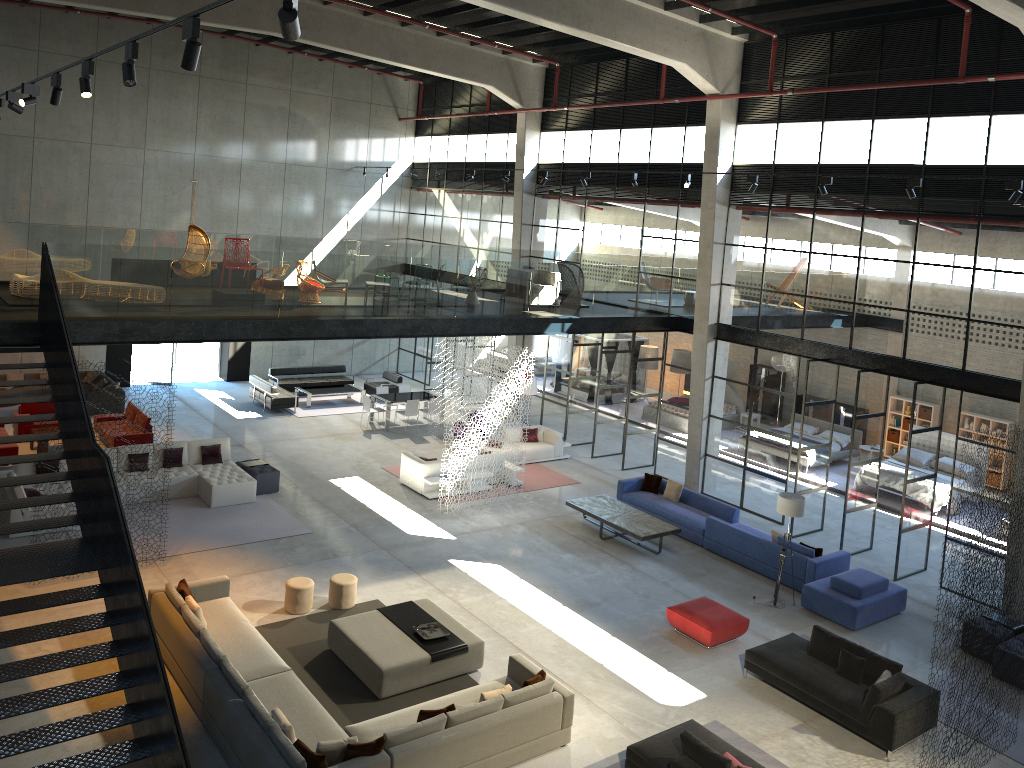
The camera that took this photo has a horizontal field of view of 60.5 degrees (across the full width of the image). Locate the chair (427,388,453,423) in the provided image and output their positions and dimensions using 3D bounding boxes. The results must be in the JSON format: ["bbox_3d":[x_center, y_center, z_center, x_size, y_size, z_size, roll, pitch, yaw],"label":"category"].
[{"bbox_3d":[-1.994,0.599,24.226,0.544,0.863,0.425,1,6,-37],"label":"chair"}]

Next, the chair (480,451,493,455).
[{"bbox_3d":[-0.645,1.609,19.115,0.395,0.319,0.272,-1,8,-35],"label":"chair"}]

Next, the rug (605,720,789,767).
[{"bbox_3d":[2.494,4.503,8.353,2.647,0.020,3.686,-4,14,-37],"label":"rug"}]

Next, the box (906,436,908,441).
[{"bbox_3d":[10.794,1.490,23.740,0.131,0.108,0.216,-1,11,-37],"label":"box"}]

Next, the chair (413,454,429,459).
[{"bbox_3d":[-1.874,1.627,18.586,0.394,0.269,0.320,9,9,27],"label":"chair"}]

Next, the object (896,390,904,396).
[{"bbox_3d":[10.659,0.260,24.139,0.053,0.150,0.237,2,9,-39],"label":"object"}]

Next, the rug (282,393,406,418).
[{"bbox_3d":[-5.067,0.563,25.354,3.389,0.025,2.448,-4,14,-37],"label":"rug"}]

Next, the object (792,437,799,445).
[{"bbox_3d":[7.129,1.536,22.763,0.718,0.244,2.145,-3,13,-37],"label":"object"}]

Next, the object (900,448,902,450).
[{"bbox_3d":[10.721,1.919,23.726,0.323,0.295,0.328,-1,9,-37],"label":"object"}]

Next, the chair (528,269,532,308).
[{"bbox_3d":[0.455,-2.093,19.421,0.982,0.825,0.816,-1,9,-37],"label":"chair"}]

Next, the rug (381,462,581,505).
[{"bbox_3d":[-0.684,2.043,19.620,3.628,0.020,2.689,-4,14,-37],"label":"rug"}]

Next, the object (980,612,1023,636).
[{"bbox_3d":[7.320,3.566,13.086,0.300,0.098,0.527,-2,12,-32],"label":"object"}]

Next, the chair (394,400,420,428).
[{"bbox_3d":[-2.743,0.788,22.942,0.419,0.863,0.552,1,6,-37],"label":"chair"}]

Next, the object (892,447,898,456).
[{"bbox_3d":[10.476,1.871,24.015,0.139,0.234,0.141,5,5,-1],"label":"object"}]

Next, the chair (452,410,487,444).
[{"bbox_3d":[-1.063,1.076,22.488,0.796,0.742,0.665,-1,8,-37],"label":"chair"}]

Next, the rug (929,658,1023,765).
[{"bbox_3d":[7.163,4.416,10.775,2.647,0.020,3.686,-4,14,-37],"label":"rug"}]

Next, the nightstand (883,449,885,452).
[{"bbox_3d":[8.951,1.950,21.908,0.605,0.694,0.605,8,7,24],"label":"nightstand"}]

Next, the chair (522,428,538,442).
[{"bbox_3d":[0.445,1.251,21.406,0.410,0.333,0.260,4,6,-4],"label":"chair"}]

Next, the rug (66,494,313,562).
[{"bbox_3d":[-5.743,2.447,15.411,3.628,0.020,2.689,-4,14,-37],"label":"rug"}]

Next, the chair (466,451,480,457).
[{"bbox_3d":[-0.907,1.617,18.961,0.272,0.315,0.394,10,9,39],"label":"chair"}]

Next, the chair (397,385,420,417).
[{"bbox_3d":[-2.872,0.517,24.276,0.419,0.863,0.552,1,6,-37],"label":"chair"}]

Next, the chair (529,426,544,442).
[{"bbox_3d":[0.593,1.235,21.548,0.380,0.334,0.257,4,6,-4],"label":"chair"}]

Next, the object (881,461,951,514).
[{"bbox_3d":[9.094,2.303,20.100,0.651,0.651,2.318,0,11,-34],"label":"object"}]

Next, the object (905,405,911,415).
[{"bbox_3d":[10.695,0.712,23.691,0.156,0.246,0.154,10,7,44],"label":"object"}]

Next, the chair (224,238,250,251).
[{"bbox_3d":[-5.045,-2.207,16.356,0.645,0.973,0.670,1,7,-37],"label":"chair"}]

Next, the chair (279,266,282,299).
[{"bbox_3d":[-4.758,-2.030,17.210,0.746,0.703,0.522,8,7,25],"label":"chair"}]

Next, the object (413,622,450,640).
[{"bbox_3d":[-1.040,3.195,11.318,0.385,0.035,0.392,-3,13,-33],"label":"object"}]

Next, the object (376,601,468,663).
[{"bbox_3d":[-1.202,3.213,11.517,0.535,0.086,1.496,-3,14,-36],"label":"object"}]

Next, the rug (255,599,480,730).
[{"bbox_3d":[-1.967,3.652,10.828,2.647,0.020,3.686,-4,14,-37],"label":"rug"}]

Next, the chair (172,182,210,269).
[{"bbox_3d":[-5.785,-2.784,15.846,0.642,1.762,0.599,7,4,27],"label":"chair"}]

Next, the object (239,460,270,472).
[{"bbox_3d":[-5.185,1.640,17.666,0.518,0.098,0.305,-5,14,-42],"label":"object"}]

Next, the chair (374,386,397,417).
[{"bbox_3d":[-3.430,0.554,23.853,0.419,0.863,0.552,1,6,-37],"label":"chair"}]

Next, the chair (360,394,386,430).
[{"bbox_3d":[-3.622,0.706,22.991,0.544,0.863,0.425,1,6,-37],"label":"chair"}]

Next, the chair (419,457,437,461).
[{"bbox_3d":[-1.728,1.675,18.356,0.403,0.333,0.285,6,6,8],"label":"chair"}]

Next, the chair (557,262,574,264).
[{"bbox_3d":[1.379,-2.410,21.035,0.691,0.978,0.833,7,7,22],"label":"chair"}]

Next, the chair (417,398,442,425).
[{"bbox_3d":[-2.186,0.752,23.365,0.419,0.863,0.552,1,6,-37],"label":"chair"}]

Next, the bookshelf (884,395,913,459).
[{"bbox_3d":[10.781,1.313,23.706,0.329,1.742,1.257,2,6,-37],"label":"bookshelf"}]

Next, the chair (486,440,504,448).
[{"bbox_3d":[-0.404,1.398,20.675,0.415,0.107,0.412,6,11,8],"label":"chair"}]

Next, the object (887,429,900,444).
[{"bbox_3d":[10.518,1.432,24.020,0.323,0.295,0.328,-1,9,-37],"label":"object"}]

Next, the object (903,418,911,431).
[{"bbox_3d":[10.793,1.105,23.681,0.323,0.295,0.328,-1,9,-37],"label":"object"}]

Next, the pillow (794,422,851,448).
[{"bbox_3d":[8.176,1.319,23.622,0.548,0.309,1.959,-2,13,-37],"label":"pillow"}]
